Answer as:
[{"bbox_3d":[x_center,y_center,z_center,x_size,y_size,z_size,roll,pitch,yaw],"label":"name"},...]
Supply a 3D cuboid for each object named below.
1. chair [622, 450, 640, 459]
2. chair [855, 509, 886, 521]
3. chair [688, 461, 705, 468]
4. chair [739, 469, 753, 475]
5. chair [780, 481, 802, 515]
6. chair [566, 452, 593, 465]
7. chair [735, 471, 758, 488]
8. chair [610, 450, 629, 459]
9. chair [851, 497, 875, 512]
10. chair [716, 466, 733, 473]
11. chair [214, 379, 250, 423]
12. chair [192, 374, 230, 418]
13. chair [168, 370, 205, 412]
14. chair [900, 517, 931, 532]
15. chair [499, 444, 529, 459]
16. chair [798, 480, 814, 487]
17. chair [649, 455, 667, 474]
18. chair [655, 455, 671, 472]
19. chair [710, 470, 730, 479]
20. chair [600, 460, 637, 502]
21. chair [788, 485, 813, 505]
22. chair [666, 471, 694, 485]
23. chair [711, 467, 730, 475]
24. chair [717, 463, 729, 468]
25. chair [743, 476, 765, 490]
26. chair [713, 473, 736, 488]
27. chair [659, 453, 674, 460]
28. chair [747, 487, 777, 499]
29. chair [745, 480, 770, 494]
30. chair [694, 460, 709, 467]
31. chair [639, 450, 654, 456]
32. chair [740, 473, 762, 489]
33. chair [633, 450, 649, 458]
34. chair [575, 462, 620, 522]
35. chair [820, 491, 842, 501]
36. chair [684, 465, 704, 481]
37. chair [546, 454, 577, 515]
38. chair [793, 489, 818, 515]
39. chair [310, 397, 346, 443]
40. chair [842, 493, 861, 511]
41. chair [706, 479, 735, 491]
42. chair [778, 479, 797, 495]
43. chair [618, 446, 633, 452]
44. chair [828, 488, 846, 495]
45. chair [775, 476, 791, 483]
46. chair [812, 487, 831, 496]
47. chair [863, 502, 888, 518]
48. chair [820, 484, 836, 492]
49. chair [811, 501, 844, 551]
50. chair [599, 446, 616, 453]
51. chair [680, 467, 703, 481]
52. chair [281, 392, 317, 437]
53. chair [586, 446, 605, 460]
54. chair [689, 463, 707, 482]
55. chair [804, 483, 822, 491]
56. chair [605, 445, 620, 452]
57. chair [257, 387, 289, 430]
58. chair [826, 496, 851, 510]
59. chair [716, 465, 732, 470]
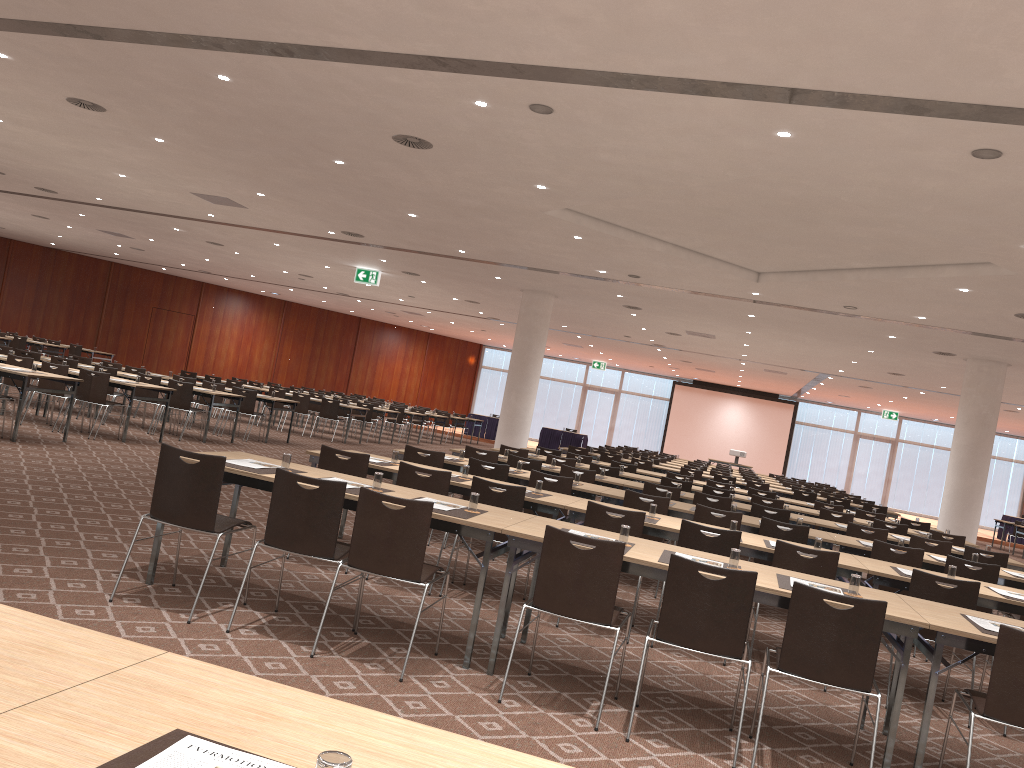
[{"bbox_3d":[2.920,2.154,22.150,0.535,0.939,0.614,10,-1,17],"label":"chair"},{"bbox_3d":[5.469,2.429,13.776,0.535,0.939,0.614,10,-1,14],"label":"chair"},{"bbox_3d":[4.852,2.551,23.683,0.535,0.939,0.614,10,-1,15],"label":"chair"},{"bbox_3d":[6.635,2.922,25.290,0.535,0.939,0.614,10,-1,17],"label":"chair"},{"bbox_3d":[6.629,2.824,21.250,0.535,0.939,0.614,10,-1,15],"label":"chair"},{"bbox_3d":[1.073,1.636,14.858,0.535,0.939,0.614,10,-1,12],"label":"chair"},{"bbox_3d":[6.175,2.792,23.426,0.535,0.939,0.614,10,-1,11],"label":"chair"},{"bbox_3d":[2.398,2.010,20.187,0.535,0.939,0.614,10,-1,16],"label":"chair"},{"bbox_3d":[7.413,2.914,18.911,0.535,0.939,0.614,10,-1,16],"label":"chair"},{"bbox_3d":[5.561,2.680,23.538,0.535,0.939,0.614,10,-1,12],"label":"chair"},{"bbox_3d":[-6.334,0.385,20.300,0.535,0.939,0.614,10,-1,16],"label":"chair"},{"bbox_3d":[-6.902,0.285,20.528,0.535,0.939,0.614,10,-1,15],"label":"chair"},{"bbox_3d":[-7.480,0.179,20.592,0.535,0.939,0.614,10,-1,17],"label":"chair"},{"bbox_3d":[6.065,2.535,13.589,0.535,0.939,0.614,10,-1,12],"label":"chair"},{"bbox_3d":[-0.004,1.394,13.151,0.535,0.939,0.614,10,-1,14],"label":"chair"},{"bbox_3d":[8.171,3.199,24.899,0.535,0.939,0.614,10,-1,15],"label":"chair"},{"bbox_3d":[3.543,2.266,21.956,0.535,0.939,0.614,10,-1,12],"label":"chair"},{"bbox_3d":[4.025,2.403,23.929,0.535,0.939,0.614,10,-1,17],"label":"chair"},{"bbox_3d":[4.540,2.397,19.678,0.535,0.939,0.614,10,-1,13],"label":"chair"},{"bbox_3d":[1.808,1.770,14.751,0.535,0.939,0.614,10,-1,16],"label":"chair"},{"bbox_3d":[6.196,2.695,19.221,0.535,0.939,0.614,10,-1,13],"label":"chair"},{"bbox_3d":[2.676,1.925,14.451,0.535,0.939,0.614,10,-1,17],"label":"chair"},{"bbox_3d":[5.016,2.533,21.660,0.535,0.939,0.614,10,-1,15],"label":"chair"},{"bbox_3d":[6.473,2.942,27.391,0.535,0.939,0.614,10,-1,13],"label":"chair"},{"bbox_3d":[5.262,2.528,19.538,0.535,0.939,0.614,10,-1,12],"label":"chair"},{"bbox_3d":[4.188,2.285,17.750,0.535,0.939,0.614,10,-1,13],"label":"chair"},{"bbox_3d":[4.442,2.527,25.883,0.535,0.939,0.614,10,-1,17],"label":"chair"},{"bbox_3d":[3.919,2.151,14.214,0.535,0.939,0.614,10,-1,11],"label":"chair"},{"bbox_3d":[4.785,2.391,17.519,0.535,0.939,0.614,10,-1,15],"label":"chair"},{"bbox_3d":[5.415,2.704,25.679,0.535,0.939,0.614,10,-1,16],"label":"chair"},{"bbox_3d":[3.880,2.425,25.991,0.535,0.939,0.614,10,-1,13],"label":"chair"},{"bbox_3d":[5.710,2.656,21.405,0.535,0.939,0.614,10,-1,13],"label":"chair"},{"bbox_3d":[3.441,2.299,24.121,0.535,0.939,0.614,10,-1,14],"label":"chair"},{"bbox_3d":[1.285,1.624,12.744,0.535,0.939,0.614,10,-1,17],"label":"chair"},{"bbox_3d":[6.784,2.801,19.107,0.535,0.939,0.614,10,-1,13],"label":"chair"},{"bbox_3d":[3.982,2.296,19.784,0.535,0.939,0.614,10,-1,14],"label":"chair"},{"bbox_3d":[0.669,1.514,12.937,0.535,0.939,0.614,10,-1,13],"label":"chair"},{"bbox_3d":[5.644,2.547,17.337,0.535,0.939,0.614,10,-1,12],"label":"chair"},{"bbox_3d":[-4.054,0.798,19.804,0.535,0.939,0.614,10,-1,13],"label":"chair"},{"bbox_3d":[7.891,3.050,20.886,0.535,0.939,0.614,10,-1,14],"label":"chair"},{"bbox_3d":[3.292,2.036,14.330,0.535,0.939,0.614,10,-1,14],"label":"chair"},{"bbox_3d":[7.106,2.957,23.110,0.535,0.939,0.614,10,-1,14],"label":"chair"},{"bbox_3d":[3.281,2.319,26.222,0.535,0.939,0.614,10,-1,12],"label":"chair"},{"bbox_3d":[8.266,3.167,22.814,0.535,0.939,0.614,10,-1,16],"label":"chair"},{"bbox_3d":[7.618,3.101,25.119,0.535,0.939,0.614,10,-1,16],"label":"chair"},{"bbox_3d":[7.246,2.933,21.014,0.535,0.939,0.614,10,-1,16],"label":"chair"},{"bbox_3d":[6.899,2.774,17.061,0.535,0.939,0.614,10,-1,17],"label":"chair"},{"bbox_3d":[8.743,3.303,24.789,0.535,0.939,0.614,10,-1,14],"label":"chair"},{"bbox_3d":[4.871,2.320,13.892,0.535,0.939,0.614,10,-1,14],"label":"chair"},{"bbox_3d":[2.339,2.051,22.341,0.535,0.939,0.614,10,-1,11],"label":"chair"},{"bbox_3d":[3.548,2.169,17.870,0.535,0.939,0.614,10,-1,15],"label":"chair"},{"bbox_3d":[-4.721,0.676,19.890,0.535,0.939,0.614,10,-1,13],"label":"chair"},{"bbox_3d":[1.866,1.915,20.358,0.535,0.939,0.614,10,-1,15],"label":"chair"},{"bbox_3d":[4.503,2.440,21.747,0.535,0.939,0.614,10,-1,16],"label":"chair"},{"bbox_3d":[7.698,3.065,22.995,0.535,0.939,0.614,10,-1,11],"label":"chair"},{"bbox_3d":[2.689,2.161,24.233,0.535,0.939,0.614,10,-1,15],"label":"chair"},{"bbox_3d":[-5.331,0.570,20.189,0.535,0.939,0.614,10,-1,17],"label":"chair"},{"bbox_3d":[6.222,2.650,17.154,0.535,0.939,0.614,10,-1,13],"label":"chair"},{"bbox_3d":[6.023,2.812,25.481,0.535,0.939,0.614,10,-1,17],"label":"chair"}]
